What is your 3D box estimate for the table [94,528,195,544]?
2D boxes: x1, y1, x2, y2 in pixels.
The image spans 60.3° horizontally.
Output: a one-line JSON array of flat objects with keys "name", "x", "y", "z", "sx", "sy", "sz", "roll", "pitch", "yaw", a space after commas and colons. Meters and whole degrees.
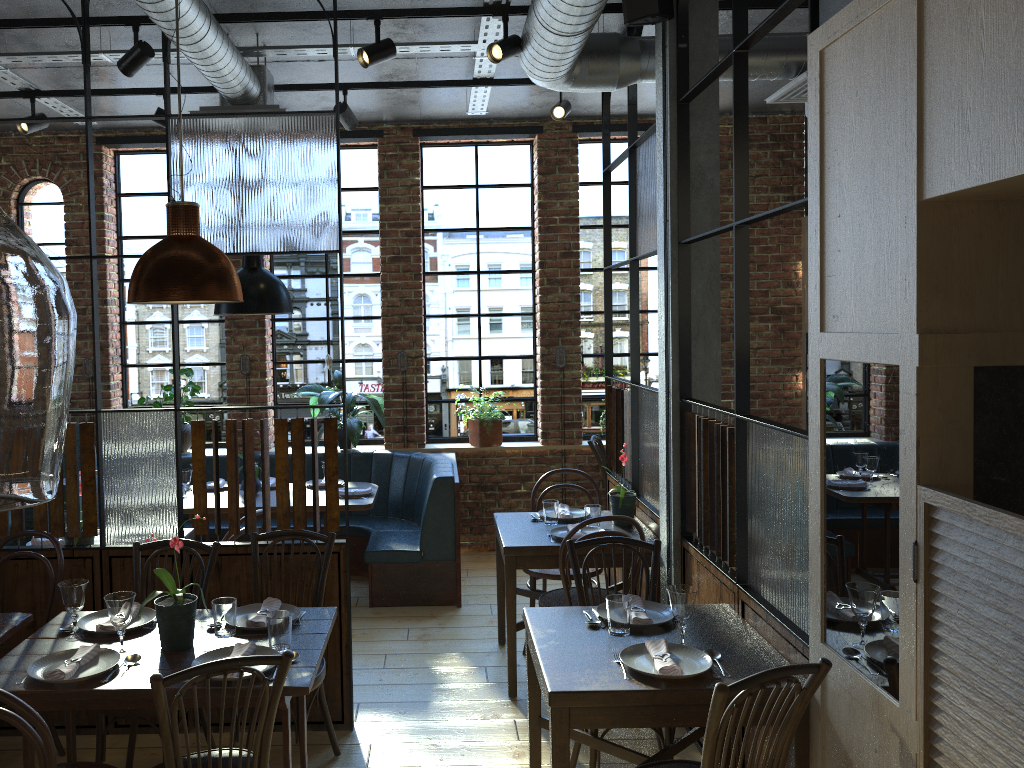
[{"name": "table", "x": -2.006, "y": 1.152, "z": 4.281, "sx": 0.750, "sy": 0.726, "sz": 0.752, "roll": -1, "pitch": 3, "yaw": -2}]

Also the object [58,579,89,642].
[{"name": "object", "x": -1.483, "y": 0.768, "z": 2.988, "sx": 0.101, "sy": 0.191, "sz": 0.095, "roll": 0, "pitch": 3, "yaw": 18}]

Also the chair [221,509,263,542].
[{"name": "chair", "x": -1.436, "y": 1.047, "z": 4.195, "sx": 0.567, "sy": 0.919, "sz": 0.424, "roll": 0, "pitch": 3, "yaw": 20}]

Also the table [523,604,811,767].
[{"name": "table", "x": 0.452, "y": 1.193, "z": 2.854, "sx": 0.750, "sy": 0.726, "sz": 0.752, "roll": -1, "pitch": 3, "yaw": -2}]

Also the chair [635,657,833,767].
[{"name": "chair", "x": 0.519, "y": 1.126, "z": 2.365, "sx": 0.390, "sy": 0.914, "sz": 0.541, "roll": -2, "pitch": 3, "yaw": -28}]

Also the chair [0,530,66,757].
[{"name": "chair", "x": -2.083, "y": 1.105, "z": 3.549, "sx": 0.449, "sy": 0.919, "sz": 0.537, "roll": 0, "pitch": 3, "yaw": 14}]

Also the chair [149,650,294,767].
[{"name": "chair", "x": -0.855, "y": 1.148, "z": 2.500, "sx": 0.390, "sy": 0.914, "sz": 0.541, "roll": -2, "pitch": 3, "yaw": -28}]

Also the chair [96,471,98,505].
[{"name": "chair", "x": -2.117, "y": 0.984, "z": 4.811, "sx": 0.514, "sy": 1.004, "sz": 0.469, "roll": -3, "pitch": 3, "yaw": -30}]

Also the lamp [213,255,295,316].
[{"name": "lamp", "x": -1.711, "y": -1.118, "z": 5.782, "sx": 0.543, "sy": 1.325, "sz": 0.516, "roll": 0, "pitch": 3, "yaw": 15}]

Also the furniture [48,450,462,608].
[{"name": "furniture", "x": -1.684, "y": 0.968, "z": 6.173, "sx": 2.611, "sy": 0.821, "sz": 1.368, "roll": -1, "pitch": 3, "yaw": -1}]

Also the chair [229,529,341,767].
[{"name": "chair", "x": -0.913, "y": 1.083, "z": 3.476, "sx": 0.408, "sy": 0.914, "sz": 0.519, "roll": -1, "pitch": 3, "yaw": 2}]

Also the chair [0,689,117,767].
[{"name": "chair", "x": -1.313, "y": 1.163, "z": 2.425, "sx": 0.449, "sy": 0.919, "sz": 0.537, "roll": 0, "pitch": 3, "yaw": 14}]

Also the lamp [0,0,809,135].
[{"name": "lamp", "x": -1.368, "y": -1.404, "z": 2.118, "sx": 7.222, "sy": 0.273, "sz": 6.281, "roll": -1, "pitch": 4, "yaw": -2}]

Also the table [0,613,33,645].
[{"name": "table", "x": -2.260, "y": 1.247, "z": 2.944, "sx": 1.030, "sy": 0.726, "sz": 0.729, "roll": -1, "pitch": 3, "yaw": -1}]

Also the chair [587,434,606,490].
[{"name": "chair", "x": 0.849, "y": 0.841, "z": 6.486, "sx": 0.537, "sy": 0.914, "sz": 0.394, "roll": 0, "pitch": 3, "yaw": 18}]

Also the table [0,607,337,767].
[{"name": "table", "x": -1.127, "y": 1.223, "z": 2.931, "sx": 1.030, "sy": 0.726, "sz": 0.729, "roll": -1, "pitch": 3, "yaw": -1}]

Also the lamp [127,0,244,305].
[{"name": "lamp", "x": -1.068, "y": -0.929, "z": 2.833, "sx": 0.354, "sy": 1.333, "sz": 0.383, "roll": -2, "pitch": 3, "yaw": -30}]

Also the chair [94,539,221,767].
[{"name": "chair", "x": -1.354, "y": 1.102, "z": 3.351, "sx": 0.408, "sy": 0.914, "sz": 0.519, "roll": -1, "pitch": 3, "yaw": 2}]

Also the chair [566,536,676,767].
[{"name": "chair", "x": 0.406, "y": 1.071, "z": 3.227, "sx": 0.408, "sy": 0.914, "sz": 0.519, "roll": -1, "pitch": 3, "yaw": 2}]

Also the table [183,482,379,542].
[{"name": "table", "x": -1.669, "y": 1.068, "z": 5.905, "sx": 1.539, "sy": 0.660, "sz": 0.824, "roll": -1, "pitch": 3, "yaw": -1}]

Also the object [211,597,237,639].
[{"name": "object", "x": -0.972, "y": 0.792, "z": 2.983, "sx": 0.080, "sy": 0.119, "sz": 0.088, "roll": -3, "pitch": 4, "yaw": -40}]

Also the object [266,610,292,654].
[{"name": "object", "x": -0.746, "y": 0.797, "z": 2.829, "sx": 0.081, "sy": 0.119, "sz": 0.087, "roll": -2, "pitch": 3, "yaw": -26}]

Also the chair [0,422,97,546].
[{"name": "chair", "x": -3.520, "y": 0.865, "z": 6.283, "sx": 0.836, "sy": 1.096, "sz": 0.998, "roll": 0, "pitch": 3, "yaw": 21}]

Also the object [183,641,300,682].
[{"name": "object", "x": -0.824, "y": 0.844, "z": 2.692, "sx": 0.326, "sy": 0.051, "sz": 0.268, "roll": -1, "pitch": 4, "yaw": 2}]

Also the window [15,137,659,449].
[{"name": "window", "x": -2.959, "y": -0.596, "z": 6.111, "sx": 8.171, "sy": 2.426, "sz": 3.592, "roll": -4, "pitch": 4, "yaw": -35}]

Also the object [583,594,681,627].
[{"name": "object", "x": 0.411, "y": 0.790, "z": 3.068, "sx": 0.326, "sy": 0.051, "sz": 0.268, "roll": -1, "pitch": 4, "yaw": 2}]

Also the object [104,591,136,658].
[{"name": "object", "x": -1.254, "y": 0.774, "z": 2.827, "sx": 0.094, "sy": 0.191, "sz": 0.103, "roll": -4, "pitch": 4, "yaw": -45}]

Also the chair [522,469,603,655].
[{"name": "chair", "x": 0.285, "y": 0.965, "z": 4.843, "sx": 0.449, "sy": 0.919, "sz": 0.537, "roll": 0, "pitch": 3, "yaw": 14}]

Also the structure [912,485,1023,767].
[{"name": "structure", "x": -0.964, "y": 0.861, "z": 0.303, "sx": 4.821, "sy": 0.993, "sz": 1.317, "roll": -3, "pitch": 4, "yaw": -26}]

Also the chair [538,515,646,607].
[{"name": "chair", "x": 0.357, "y": 1.013, "z": 4.096, "sx": 0.432, "sy": 0.919, "sz": 0.558, "roll": -2, "pitch": 3, "yaw": -11}]

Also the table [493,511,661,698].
[{"name": "table", "x": 0.310, "y": 1.087, "z": 4.484, "sx": 0.750, "sy": 0.726, "sz": 0.752, "roll": -1, "pitch": 3, "yaw": -2}]

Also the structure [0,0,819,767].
[{"name": "structure", "x": -1.023, "y": 0.002, "z": 1.767, "sx": 5.694, "sy": 3.322, "sz": 6.202, "roll": -2, "pitch": 4, "yaw": -19}]
